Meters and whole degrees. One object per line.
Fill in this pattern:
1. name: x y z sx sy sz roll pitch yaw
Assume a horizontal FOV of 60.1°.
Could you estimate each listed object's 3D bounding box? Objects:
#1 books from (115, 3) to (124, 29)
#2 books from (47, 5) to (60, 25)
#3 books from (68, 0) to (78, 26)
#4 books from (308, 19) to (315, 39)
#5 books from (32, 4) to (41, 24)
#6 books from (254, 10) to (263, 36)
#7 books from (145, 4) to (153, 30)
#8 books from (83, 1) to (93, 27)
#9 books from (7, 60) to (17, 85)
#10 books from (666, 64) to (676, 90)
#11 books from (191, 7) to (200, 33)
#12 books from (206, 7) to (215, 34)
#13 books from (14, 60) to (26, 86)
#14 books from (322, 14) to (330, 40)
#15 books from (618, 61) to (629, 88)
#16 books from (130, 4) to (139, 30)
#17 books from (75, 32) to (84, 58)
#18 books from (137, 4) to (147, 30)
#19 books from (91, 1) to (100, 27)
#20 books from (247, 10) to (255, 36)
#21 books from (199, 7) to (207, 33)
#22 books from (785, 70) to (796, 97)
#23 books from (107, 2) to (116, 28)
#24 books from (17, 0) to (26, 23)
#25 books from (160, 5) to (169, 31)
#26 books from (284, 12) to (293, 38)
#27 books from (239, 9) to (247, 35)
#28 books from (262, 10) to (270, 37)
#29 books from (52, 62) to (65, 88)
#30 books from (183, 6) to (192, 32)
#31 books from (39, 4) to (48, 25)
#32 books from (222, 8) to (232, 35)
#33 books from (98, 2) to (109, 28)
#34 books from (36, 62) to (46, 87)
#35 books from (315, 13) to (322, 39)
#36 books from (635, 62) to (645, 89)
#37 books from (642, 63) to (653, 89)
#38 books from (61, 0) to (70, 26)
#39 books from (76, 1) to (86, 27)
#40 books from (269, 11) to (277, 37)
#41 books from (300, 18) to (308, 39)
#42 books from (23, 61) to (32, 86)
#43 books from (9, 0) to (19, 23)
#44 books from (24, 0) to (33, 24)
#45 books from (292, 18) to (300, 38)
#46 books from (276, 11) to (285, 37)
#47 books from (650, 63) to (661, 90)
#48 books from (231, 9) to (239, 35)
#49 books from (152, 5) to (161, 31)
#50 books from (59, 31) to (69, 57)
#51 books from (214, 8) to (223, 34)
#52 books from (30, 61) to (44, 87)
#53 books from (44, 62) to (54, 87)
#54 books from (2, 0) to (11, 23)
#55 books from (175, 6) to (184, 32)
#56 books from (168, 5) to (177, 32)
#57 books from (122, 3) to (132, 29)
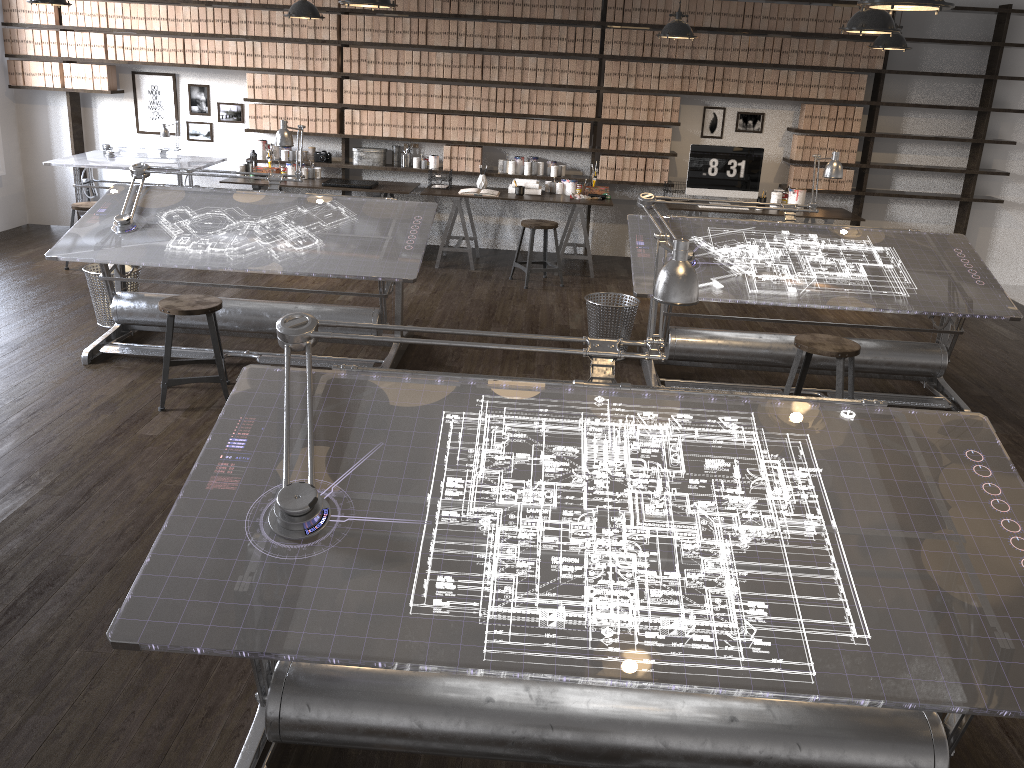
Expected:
1. books: -3.527 -3.335 8.038 0.067 0.222 0.177 4 18 2
2. books: -4.153 -3.384 8.062 0.067 0.222 0.177 4 18 2
3. books: -3.947 -3.363 8.051 0.067 0.222 0.177 4 18 2
4. books: -1.785 -3.219 7.977 0.067 0.222 0.177 4 18 2
5. books: -4.291 -3.391 8.061 0.067 0.222 0.177 4 18 2
6. books: -2.263 -3.253 7.999 0.067 0.222 0.177 4 18 2
7. books: -3.251 -3.318 8.032 0.067 0.222 0.177 4 18 2
8. books: -3.811 -3.355 8.050 0.067 0.222 0.177 4 18 2
9. books: -4.605 -2.895 8.239 0.067 0.222 0.177 4 18 2
10. books: 1.416 -2.754 7.950 0.067 0.222 0.177 4 18 2
11. books: -2.835 -3.289 8.013 0.067 0.222 0.177 4 18 2
12. books: -2.699 -3.281 8.012 0.067 0.222 0.177 4 18 2
13. books: -4.530 -2.888 8.231 0.067 0.222 0.177 4 18 2
14. books: -1.656 -3.211 7.976 0.067 0.222 0.177 4 18 2
15. books: 0.999 -2.780 7.960 0.067 0.222 0.177 4 18 2
16. books: -3.385 -3.327 8.038 0.067 0.222 0.177 4 18 2
17. books: -3.931 -3.112 8.136 0.067 0.222 0.177 4 18 2
18. books: -3.318 -3.321 8.030 0.067 0.222 0.177 4 18 2
19. books: -3.746 -3.352 8.050 0.067 0.222 0.177 4 18 2
20. books: -2.334 -3.257 8.002 0.067 0.222 0.177 4 18 2
21. books: -2.763 -3.284 8.010 0.067 0.222 0.177 4 18 2
22. books: 2.470 -2.683 7.913 0.067 0.222 0.177 4 18 2
23. books: -3.597 -3.342 8.045 0.067 0.222 0.177 4 18 2
24. books: -4.421 -3.401 8.069 0.067 0.222 0.177 4 18 2
25. books: -3.116 -3.308 8.024 0.067 0.222 0.177 4 18 2
26. books: -1.994 -3.233 7.985 0.067 0.222 0.177 4 18 2
27. books: -2.404 -3.261 8.000 0.067 0.222 0.177 4 18 2
28. books: -2.196 -3.246 7.991 0.067 0.222 0.177 4 18 2
29. books: -4.184 -2.866 8.221 0.067 0.222 0.177 4 18 2
30. books: -2.907 -3.295 8.018 0.067 0.222 0.177 4 18 2
31. books: -4.224 -3.389 8.065 0.067 0.222 0.177 4 18 2
32. books: -2.550 -3.270 8.004 0.067 0.222 0.177 4 18 2
33. books: -3.672 -3.345 8.043 0.067 0.222 0.177 4 18 2
34. books: -4.328 -2.874 8.223 0.067 0.222 0.177 4 18 2
35. books: -1.718 -3.216 7.979 0.067 0.222 0.177 4 18 2
36. books: 1.142 -2.773 7.962 0.067 0.222 0.177 4 18 2
37. books: 1.211 -2.767 7.958 0.067 0.222 0.177 4 18 2
38. books: -4.019 -3.369 8.057 0.067 0.222 0.177 4 18 2
39. books: -3.875 -3.358 8.048 0.067 0.222 0.177 4 18 2
40. books: -2.129 -3.243 7.993 0.067 0.222 0.177 4 18 2
41. books: -1.854 -3.226 7.986 0.067 0.222 0.177 4 18 2
42. books: -4.456 -2.885 8.234 0.067 0.222 0.177 4 18 2
43. books: -4.493 -3.405 8.069 0.067 0.222 0.177 4 18 2
44. books: -4.358 -3.397 8.068 0.067 0.222 0.177 4 18 2
45. books: -1.924 -3.230 7.987 0.067 0.222 0.177 4 18 2
46. books: -2.066 -3.238 7.990 0.067 0.222 0.177 4 18 2
47. books: 1.281 -2.762 7.952 0.067 0.222 0.177 4 18 2
48. books: -2.475 -3.267 8.007 0.067 0.222 0.177 4 18 2
49. books: -3.189 -3.313 8.028 0.067 0.222 0.177 4 18 2
50. books: -4.073 -3.119 8.133 0.067 0.222 0.177 4 18 2
51. books: -2.624 -3.277 8.012 0.067 0.222 0.177 4 18 2
52. books: -4.391 -2.880 8.229 0.067 0.222 0.177 4 18 2
53. books: -4.256 -2.869 8.221 0.067 0.222 0.177 4 18 2
54. books: -4.563 -3.411 8.075 0.067 0.222 0.177 4 18 2
55. books: -2.976 -3.301 8.025 0.067 0.222 0.177 4 18 2
56. books: -3.046 -3.305 8.025 0.067 0.222 0.177 4 18 2
57. books: -3.456 -3.332 8.040 0.067 0.222 0.177 4 18 2
